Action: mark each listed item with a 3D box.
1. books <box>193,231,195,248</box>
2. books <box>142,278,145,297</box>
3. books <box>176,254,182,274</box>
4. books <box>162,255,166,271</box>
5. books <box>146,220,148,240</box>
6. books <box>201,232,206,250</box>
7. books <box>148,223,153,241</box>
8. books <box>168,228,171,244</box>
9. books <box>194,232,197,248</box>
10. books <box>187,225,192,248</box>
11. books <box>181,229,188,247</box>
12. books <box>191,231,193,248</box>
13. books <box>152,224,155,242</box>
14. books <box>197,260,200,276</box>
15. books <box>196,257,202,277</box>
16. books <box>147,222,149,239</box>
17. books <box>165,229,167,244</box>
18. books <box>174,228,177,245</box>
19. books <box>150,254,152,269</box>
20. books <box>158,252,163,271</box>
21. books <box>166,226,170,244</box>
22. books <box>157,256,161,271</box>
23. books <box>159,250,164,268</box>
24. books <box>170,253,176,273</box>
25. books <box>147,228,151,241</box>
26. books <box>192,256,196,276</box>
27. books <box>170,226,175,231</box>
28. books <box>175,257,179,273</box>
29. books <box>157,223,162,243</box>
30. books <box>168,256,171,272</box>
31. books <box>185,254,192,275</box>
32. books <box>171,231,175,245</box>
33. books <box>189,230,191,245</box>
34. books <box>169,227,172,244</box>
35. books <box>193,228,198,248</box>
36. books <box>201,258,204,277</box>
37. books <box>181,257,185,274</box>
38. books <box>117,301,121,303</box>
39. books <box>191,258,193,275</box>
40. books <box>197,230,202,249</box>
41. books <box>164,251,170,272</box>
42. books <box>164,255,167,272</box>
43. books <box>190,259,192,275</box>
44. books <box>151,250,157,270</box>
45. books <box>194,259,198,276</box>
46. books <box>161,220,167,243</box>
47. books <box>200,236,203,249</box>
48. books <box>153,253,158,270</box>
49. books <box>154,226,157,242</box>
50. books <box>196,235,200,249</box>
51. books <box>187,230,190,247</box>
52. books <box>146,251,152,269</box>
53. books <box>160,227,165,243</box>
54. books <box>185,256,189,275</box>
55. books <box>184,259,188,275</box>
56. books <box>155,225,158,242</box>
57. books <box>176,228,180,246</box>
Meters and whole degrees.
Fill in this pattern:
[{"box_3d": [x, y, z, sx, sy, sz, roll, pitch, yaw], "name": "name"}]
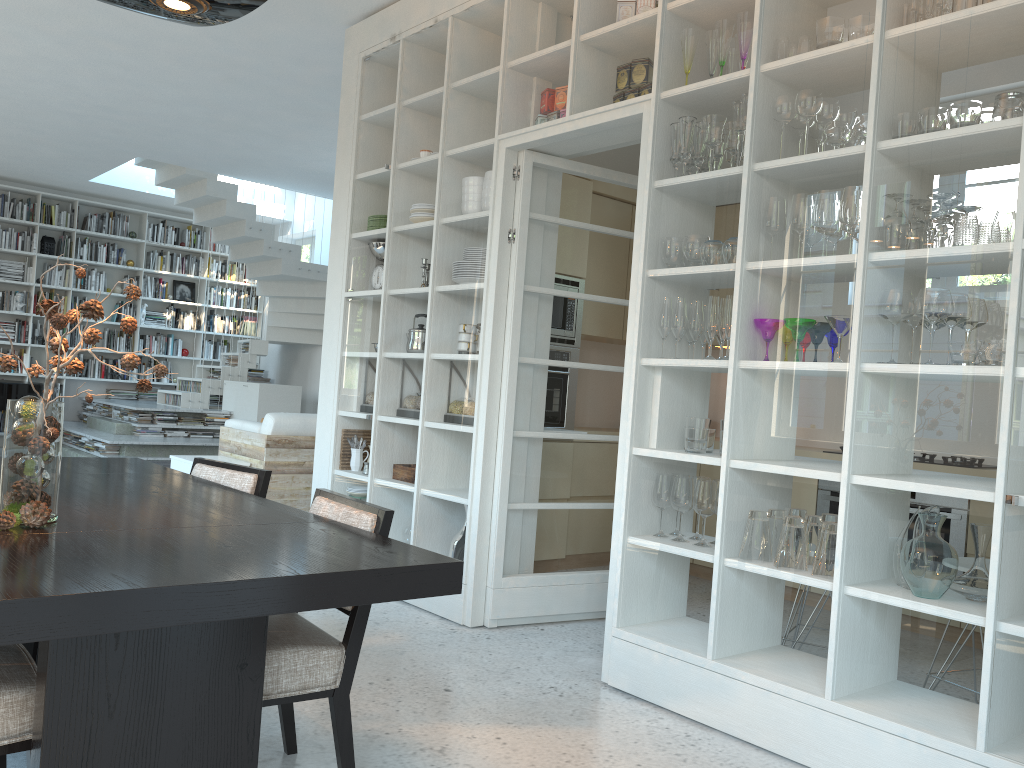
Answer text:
[{"box_3d": [-4.389, -1.966, 12.158, 0.017, 0.257, 0.146, 4, 0, -40], "name": "books"}, {"box_3d": [-4.919, -1.271, 11.771, 0.030, 0.253, 0.128, 4, 0, -40], "name": "books"}, {"box_3d": [-4.531, -1.622, 12.056, 0.048, 0.283, 0.162, 4, 0, -40], "name": "books"}, {"box_3d": [-4.701, -1.607, 11.905, 0.030, 0.224, 0.157, 4, 0, -40], "name": "books"}, {"box_3d": [-4.867, -2.024, 11.740, 0.028, 0.294, 0.150, 4, 0, -40], "name": "books"}, {"box_3d": [-4.271, -1.959, 12.239, 0.026, 0.263, 0.163, 4, 0, -40], "name": "books"}, {"box_3d": [-4.815, -1.998, 11.775, 0.025, 0.250, 0.178, 4, 0, -40], "name": "books"}, {"box_3d": [-4.635, -1.976, 11.928, 0.022, 0.236, 0.172, 4, 0, -40], "name": "books"}, {"box_3d": [-4.363, -1.953, 12.153, 0.018, 0.235, 0.186, 4, 0, -40], "name": "books"}, {"box_3d": [-4.414, -2.000, 12.115, 0.007, 0.321, 0.165, 4, 0, -40], "name": "books"}, {"box_3d": [-4.459, -1.971, 12.069, 0.019, 0.256, 0.169, 4, 0, -40], "name": "books"}, {"box_3d": [-4.398, -1.963, 12.131, 0.031, 0.248, 0.164, 4, 0, -40], "name": "books"}, {"box_3d": [-4.793, -1.992, 11.788, 0.026, 0.242, 0.184, 4, 0, -40], "name": "books"}, {"box_3d": [-4.346, -1.582, 12.211, 0.022, 0.234, 0.158, 4, 0, -40], "name": "books"}, {"box_3d": [-4.324, -1.606, 12.223, 0.026, 0.284, 0.147, 4, 0, -40], "name": "books"}, {"box_3d": [-4.858, -2.008, 11.761, 0.014, 0.264, 0.140, 4, 0, -40], "name": "books"}, {"box_3d": [-4.678, -1.971, 11.917, 0.030, 0.220, 0.133, 4, 0, -40], "name": "books"}, {"box_3d": [-4.576, -1.980, 12.001, 0.012, 0.254, 0.161, 4, 0, -40], "name": "books"}, {"box_3d": [-4.824, -1.623, 11.802, 0.013, 0.236, 0.141, 4, 0, -40], "name": "books"}, {"box_3d": [-4.724, -1.627, 11.874, 0.026, 0.261, 0.167, 4, 0, -40], "name": "books"}, {"box_3d": [-4.647, -1.990, 11.915, 0.014, 0.262, 0.168, 4, 0, -40], "name": "books"}, {"box_3d": [-4.743, -1.602, 11.853, 0.025, 0.207, 0.175, 4, 0, -40], "name": "books"}, {"box_3d": [-4.714, -1.644, 11.892, 0.011, 0.296, 0.162, 4, 0, -40], "name": "books"}, {"box_3d": [-4.587, -1.619, 11.936, 0.032, 0.265, 0.245, 4, 0, -40], "name": "books"}, {"box_3d": [-4.829, -1.965, 11.751, 0.022, 0.182, 0.189, 4, 0, -40], "name": "books"}, {"box_3d": [-4.389, -1.605, 12.151, 0.036, 0.272, 0.177, 4, 0, -40], "name": "books"}, {"box_3d": [-4.600, -1.994, 11.984, 0.012, 0.279, 0.153, 4, 0, -40], "name": "books"}, {"box_3d": [-4.557, -1.598, 12.000, 0.030, 0.230, 0.187, 4, 0, -40], "name": "books"}, {"box_3d": [-4.730, -2.005, 11.851, 0.048, 0.278, 0.150, 4, 0, -40], "name": "books"}, {"box_3d": [-4.644, -1.609, 11.957, 0.025, 0.238, 0.142, 4, 0, -40], "name": "books"}, {"box_3d": [-4.428, -1.620, 12.115, 0.022, 0.294, 0.180, 4, 0, -40], "name": "books"}, {"box_3d": [-4.599, -1.956, 11.953, 0.024, 0.202, 0.190, 4, 0, -40], "name": "books"}, {"box_3d": [-4.435, -1.971, 12.118, 0.017, 0.259, 0.136, 4, 0, -40], "name": "books"}, {"box_3d": [-4.623, -1.984, 11.948, 0.021, 0.254, 0.151, 4, 0, -40], "name": "books"}, {"box_3d": [-4.359, -1.984, 12.180, 0.020, 0.299, 0.131, 4, 0, -40], "name": "books"}, {"box_3d": [-4.301, -1.594, 12.240, 0.031, 0.265, 0.169, 4, 0, -40], "name": "books"}, {"box_3d": [-4.493, -1.598, 12.058, 0.014, 0.240, 0.189, 4, 0, -40], "name": "books"}, {"box_3d": [-5.143, -0.939, 11.596, 0.016, 0.290, 0.135, 4, 0, -40], "name": "books"}, {"box_3d": [-4.414, -1.595, 12.142, 0.011, 0.249, 0.151, 4, 0, -40], "name": "books"}, {"box_3d": [-4.323, -1.972, 12.215, 0.025, 0.279, 0.136, 4, 0, -40], "name": "books"}, {"box_3d": [-4.655, -1.635, 11.933, 0.026, 0.288, 0.156, 4, 0, -40], "name": "books"}, {"box_3d": [-4.689, -1.612, 11.933, 0.024, 0.236, 0.146, 4, 0, -40], "name": "books"}, {"box_3d": [-4.432, -1.597, 12.145, 0.014, 0.249, 0.162, 4, 0, -40], "name": "books"}, {"box_3d": [-4.798, -1.644, 11.823, 0.052, 0.282, 0.166, 4, 0, -40], "name": "books"}, {"box_3d": [-4.370, -1.588, 12.178, 0.030, 0.241, 0.162, 4, 0, -40], "name": "books"}, {"box_3d": [-4.675, -2.027, 11.884, 0.014, 0.332, 0.180, 4, 0, -40], "name": "books"}, {"box_3d": [-4.308, -1.936, 12.238, 0.031, 0.211, 0.131, 4, 0, -40], "name": "books"}, {"box_3d": [-4.775, -1.626, 11.855, 0.026, 0.251, 0.130, 4, 0, -40], "name": "books"}, {"box_3d": [-4.779, -1.985, 11.810, 0.024, 0.231, 0.168, 4, 0, -40], "name": "books"}, {"box_3d": [-4.335, -1.938, 12.184, 0.029, 0.210, 0.169, 4, 0, -40], "name": "books"}, {"box_3d": [-4.439, -1.968, 12.097, 0.016, 0.252, 0.189, 4, 0, -40], "name": "books"}, {"box_3d": [-4.834, -1.633, 11.796, 0.012, 0.254, 0.161, 4, 0, -40], "name": "books"}, {"box_3d": [-4.703, -1.979, 11.878, 0.030, 0.231, 0.148, 4, 0, -40], "name": "books"}, {"box_3d": [-4.455, -1.606, 12.111, 0.023, 0.264, 0.156, 4, 0, -40], "name": "books"}, {"box_3d": [-4.472, -1.585, 12.087, 0.031, 0.217, 0.165, 4, 0, -40], "name": "books"}, {"box_3d": [-4.770, -1.994, 11.840, 0.027, 0.249, 0.140, 4, 0, -40], "name": "books"}, {"box_3d": [-4.551, -1.980, 12.005, 0.030, 0.257, 0.164, 4, 0, -40], "name": "books"}]
